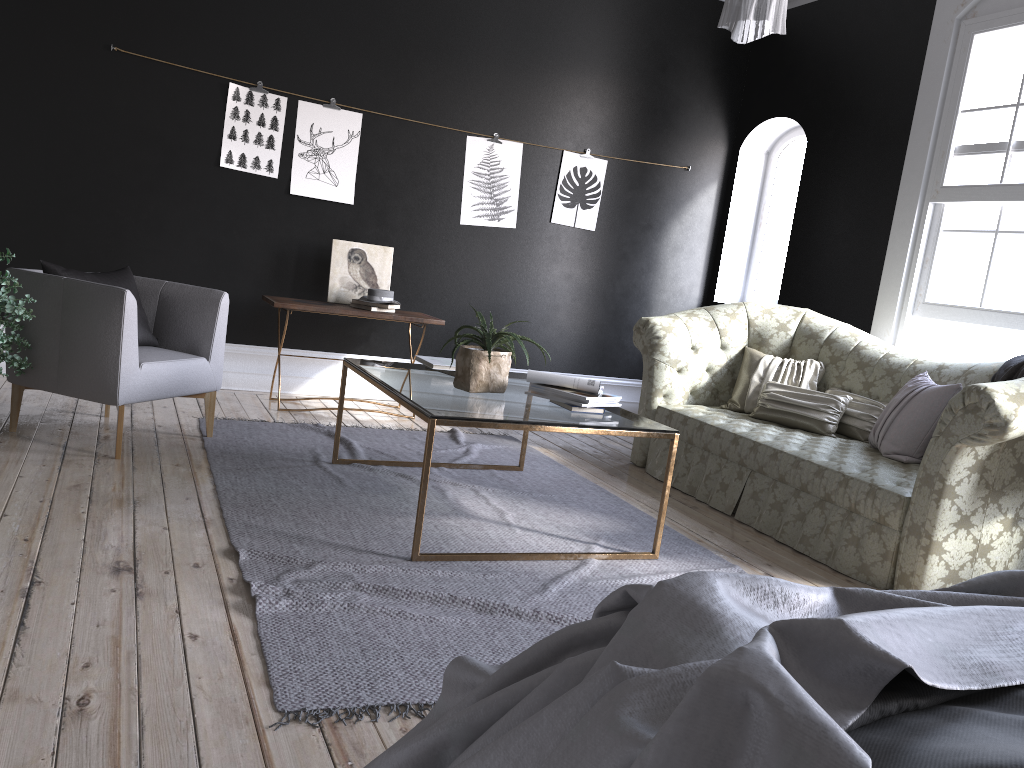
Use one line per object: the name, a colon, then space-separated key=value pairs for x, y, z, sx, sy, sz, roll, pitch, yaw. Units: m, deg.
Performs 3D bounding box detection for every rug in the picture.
rug: x=-0.276 y=0.562 z=4.085 sx=2.107 sy=0.050 sz=3.632 roll=5 pitch=8 yaw=-24

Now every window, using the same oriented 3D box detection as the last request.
window: x=2.352 y=-1.377 z=7.407 sx=0.112 sy=1.461 sz=0.737 roll=4 pitch=9 yaw=-24
window: x=2.979 y=-1.215 z=4.983 sx=0.056 sy=1.676 sz=1.258 roll=4 pitch=9 yaw=-24

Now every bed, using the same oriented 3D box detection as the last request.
bed: x=1.356 y=0.582 z=0.809 sx=2.766 sy=1.302 sz=3.273 roll=2 pitch=9 yaw=-35

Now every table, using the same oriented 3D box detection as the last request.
table: x=-0.120 y=0.303 z=4.149 sx=1.093 sy=0.560 sz=1.444 roll=5 pitch=8 yaw=-24

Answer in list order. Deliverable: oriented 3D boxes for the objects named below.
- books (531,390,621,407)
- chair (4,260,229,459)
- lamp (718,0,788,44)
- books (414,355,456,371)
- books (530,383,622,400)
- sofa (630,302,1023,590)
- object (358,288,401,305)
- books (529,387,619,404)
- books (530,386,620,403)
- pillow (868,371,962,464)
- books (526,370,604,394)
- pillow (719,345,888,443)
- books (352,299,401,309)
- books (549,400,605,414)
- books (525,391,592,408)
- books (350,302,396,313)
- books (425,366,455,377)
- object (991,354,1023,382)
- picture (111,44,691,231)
books: x=0.283 y=0.062 z=3.932 sx=0.252 sy=0.011 sz=0.317 roll=1 pitch=10 yaw=-42
chair: x=-2.027 y=-0.162 z=4.529 sx=0.769 sy=0.865 sz=0.817 roll=10 pitch=8 yaw=16
lamp: x=0.793 y=-1.961 z=2.280 sx=0.781 sy=2.055 sz=0.782 roll=11 pitch=9 yaw=19
books: x=-0.346 y=-0.103 z=4.507 sx=0.220 sy=0.024 sz=0.306 roll=5 pitch=8 yaw=-24
books: x=0.282 y=0.031 z=3.914 sx=0.317 sy=0.011 sz=0.252 roll=15 pitch=10 yaw=42
sofa: x=1.956 y=0.221 z=4.900 sx=1.607 sy=1.164 sz=2.803 roll=5 pitch=8 yaw=-23
object: x=-0.903 y=-0.603 z=6.090 sx=0.258 sy=0.088 sz=0.328 roll=13 pitch=9 yaw=31
books: x=0.276 y=0.048 z=3.944 sx=0.317 sy=0.011 sz=0.252 roll=14 pitch=9 yaw=37
books: x=0.279 y=0.041 z=3.923 sx=0.317 sy=0.011 sz=0.252 roll=14 pitch=9 yaw=37
pillow: x=2.131 y=0.201 z=4.398 sx=0.405 sy=0.463 sz=0.960 roll=6 pitch=8 yaw=-17
books: x=0.245 y=0.004 z=3.980 sx=0.322 sy=0.109 sz=0.272 roll=9 pitch=8 yaw=10
pillow: x=1.716 y=0.045 z=5.292 sx=0.529 sy=0.417 sz=1.102 roll=4 pitch=8 yaw=-24
books: x=-0.938 y=-0.553 z=6.120 sx=0.289 sy=0.031 sz=0.192 roll=10 pitch=8 yaw=17
books: x=0.284 y=0.092 z=3.913 sx=0.162 sy=0.023 sz=0.231 roll=5 pitch=8 yaw=-24
books: x=0.256 y=0.064 z=3.968 sx=0.318 sy=0.011 sz=0.252 roll=13 pitch=9 yaw=32
books: x=-0.966 y=-0.530 z=6.141 sx=0.203 sy=0.029 sz=0.268 roll=1 pitch=10 yaw=-44
books: x=-0.289 y=-0.071 z=4.534 sx=0.193 sy=0.031 sz=0.288 roll=2 pitch=10 yaw=-40
object: x=2.465 y=0.114 z=4.033 sx=0.516 sy=0.586 sz=1.365 roll=12 pitch=9 yaw=25
picture: x=-0.579 y=-1.622 z=6.624 sx=4.459 sy=0.773 sz=0.057 roll=5 pitch=9 yaw=-24
